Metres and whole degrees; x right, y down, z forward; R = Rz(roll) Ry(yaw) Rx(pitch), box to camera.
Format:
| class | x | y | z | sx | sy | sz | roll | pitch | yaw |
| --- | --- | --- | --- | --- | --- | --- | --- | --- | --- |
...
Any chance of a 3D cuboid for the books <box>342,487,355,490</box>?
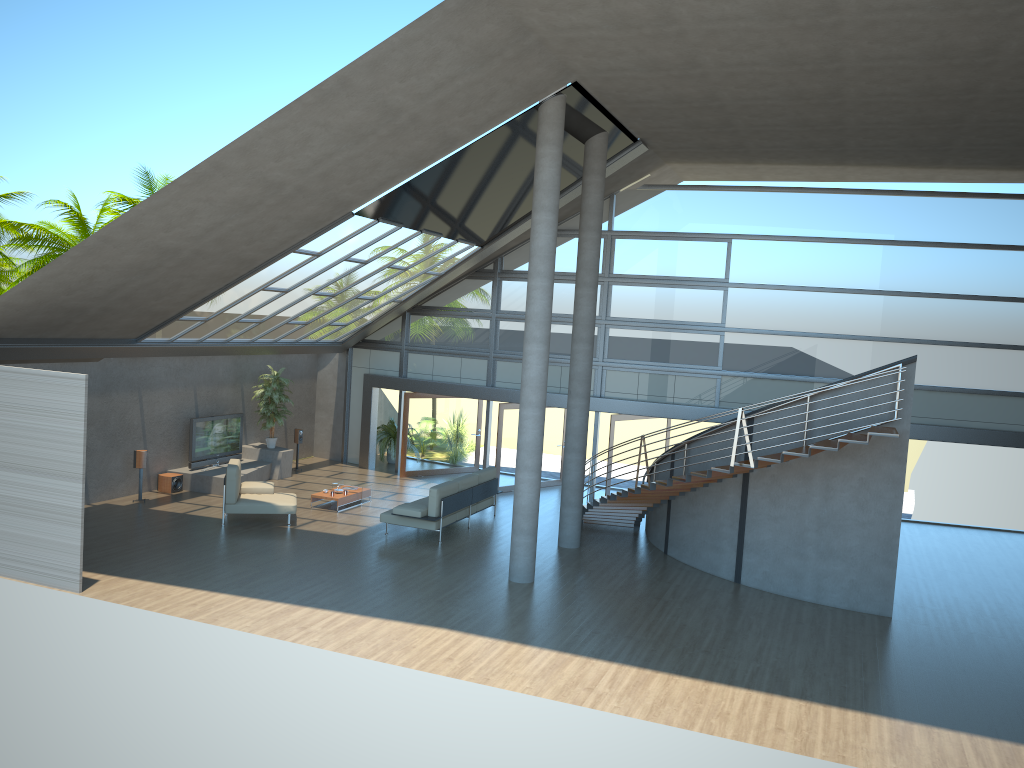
| class | x | y | z | sx | sy | sz | roll | pitch | yaw |
| --- | --- | --- | --- | --- | --- | --- | --- | --- | --- |
| books | -3.226 | 2.070 | 17.546 | 0.275 | 0.005 | 0.189 | 4 | 4 | 1 |

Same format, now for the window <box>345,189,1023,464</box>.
| class | x | y | z | sx | sy | sz | roll | pitch | yaw |
| --- | --- | --- | --- | --- | --- | --- | --- | --- | --- |
| window | 3.670 | -0.645 | 18.657 | 16.616 | 6.630 | 1.098 | 5 | 4 | 19 |

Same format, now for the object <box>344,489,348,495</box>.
| class | x | y | z | sx | sy | sz | roll | pitch | yaw |
| --- | --- | --- | --- | --- | --- | --- | --- | --- | --- |
| object | -3.170 | 2.069 | 16.937 | 0.085 | 0.101 | 0.070 | 0 | 5 | -41 |

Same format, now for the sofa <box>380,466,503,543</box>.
| class | x | y | z | sx | sy | sz | roll | pitch | yaw |
| --- | --- | --- | --- | --- | --- | --- | --- | --- | --- |
| sofa | -1.250 | 2.093 | 16.143 | 1.166 | 0.947 | 3.079 | 5 | 4 | 20 |

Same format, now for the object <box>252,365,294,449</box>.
| class | x | y | z | sx | sy | sz | roll | pitch | yaw |
| --- | --- | --- | --- | --- | --- | --- | --- | --- | --- |
| object | -5.316 | 0.500 | 19.684 | 0.932 | 1.857 | 0.895 | 2 | 4 | -21 |

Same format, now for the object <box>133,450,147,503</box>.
| class | x | y | z | sx | sy | sz | roll | pitch | yaw |
| --- | --- | --- | --- | --- | --- | --- | --- | --- | --- |
| object | -6.862 | 1.698 | 16.355 | 0.234 | 0.959 | 0.171 | 3 | 4 | -14 |

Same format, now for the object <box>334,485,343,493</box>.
| class | x | y | z | sx | sy | sz | roll | pitch | yaw |
| --- | --- | --- | --- | --- | --- | --- | --- | --- | --- |
| object | -3.334 | 2.020 | 17.067 | 0.178 | 0.161 | 0.178 | 1 | 5 | -28 |

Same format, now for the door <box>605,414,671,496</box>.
| class | x | y | z | sx | sy | sz | roll | pitch | yaw |
| --- | --- | --- | --- | --- | --- | --- | --- | --- | --- |
| door | 2.737 | 1.599 | 19.075 | 0.200 | 1.977 | 2.298 | 7 | 5 | 42 |

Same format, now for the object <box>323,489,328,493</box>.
| class | x | y | z | sx | sy | sz | roll | pitch | yaw |
| --- | --- | --- | --- | --- | --- | --- | --- | --- | --- |
| object | -3.572 | 2.046 | 17.013 | 0.102 | 0.086 | 0.100 | 5 | 4 | 25 |

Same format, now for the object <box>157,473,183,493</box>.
| class | x | y | z | sx | sy | sz | roll | pitch | yaw |
| --- | --- | --- | --- | --- | --- | --- | --- | --- | --- |
| object | -6.746 | 1.943 | 17.452 | 0.425 | 0.323 | 0.362 | 5 | 4 | 21 |

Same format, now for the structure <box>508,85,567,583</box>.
| class | x | y | z | sx | sy | sz | roll | pitch | yaw |
| --- | --- | --- | --- | --- | --- | --- | --- | --- | --- |
| structure | 0.361 | -0.687 | 12.727 | 0.381 | 7.125 | 0.382 | 5 | 4 | 21 |

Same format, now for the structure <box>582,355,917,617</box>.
| class | x | y | z | sx | sy | sz | roll | pitch | yaw |
| --- | --- | --- | --- | --- | --- | --- | --- | --- | --- |
| structure | 2.998 | 1.148 | 13.903 | 2.349 | 3.653 | 6.809 | 1 | 5 | -31 |

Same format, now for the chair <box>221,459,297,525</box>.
| class | x | y | z | sx | sy | sz | roll | pitch | yaw |
| --- | --- | --- | --- | --- | --- | --- | --- | --- | --- |
| chair | -4.418 | 1.880 | 15.621 | 1.244 | 1.023 | 1.217 | 3 | 4 | -14 |

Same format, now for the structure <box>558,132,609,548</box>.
| class | x | y | z | sx | sy | sz | roll | pitch | yaw |
| --- | --- | --- | --- | --- | --- | --- | --- | --- | --- |
| structure | 1.193 | -0.788 | 14.897 | 0.381 | 7.125 | 0.382 | 2 | 4 | -25 |

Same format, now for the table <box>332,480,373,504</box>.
| class | x | y | z | sx | sy | sz | roll | pitch | yaw |
| --- | --- | --- | --- | --- | --- | --- | --- | --- | --- |
| table | -3.169 | 2.144 | 17.607 | 0.680 | 0.342 | 0.400 | 5 | 4 | 21 |

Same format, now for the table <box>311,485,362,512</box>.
| class | x | y | z | sx | sy | sz | roll | pitch | yaw |
| --- | --- | --- | --- | --- | --- | --- | --- | --- | --- |
| table | -3.316 | 2.215 | 17.238 | 0.600 | 0.250 | 1.200 | 5 | 4 | 21 |

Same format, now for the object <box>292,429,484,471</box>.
| class | x | y | z | sx | sy | sz | roll | pitch | yaw |
| --- | --- | --- | --- | --- | --- | --- | --- | --- | --- |
| object | -7.372 | 1.499 | 18.871 | 7.863 | 0.982 | 21.345 | 5 | 4 | 24 |

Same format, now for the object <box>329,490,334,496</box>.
| class | x | y | z | sx | sy | sz | roll | pitch | yaw |
| --- | --- | --- | --- | --- | --- | --- | --- | --- | --- |
| object | -3.399 | 2.068 | 16.758 | 0.085 | 0.101 | 0.070 | 5 | 4 | 19 |

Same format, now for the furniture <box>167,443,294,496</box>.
| class | x | y | z | sx | sy | sz | roll | pitch | yaw |
| --- | --- | --- | --- | --- | --- | --- | --- | --- | --- |
| furniture | -5.645 | 1.782 | 18.832 | 1.577 | 0.610 | 2.936 | 5 | 4 | 21 |

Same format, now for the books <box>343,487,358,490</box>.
| class | x | y | z | sx | sy | sz | roll | pitch | yaw |
| --- | --- | --- | --- | --- | --- | --- | --- | --- | --- |
| books | -3.192 | 2.066 | 17.587 | 0.275 | 0.005 | 0.189 | 4 | 4 | 4 |

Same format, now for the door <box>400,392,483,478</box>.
| class | x | y | z | sx | sy | sz | roll | pitch | yaw |
| --- | --- | --- | --- | --- | --- | --- | --- | --- | --- |
| door | -1.645 | 1.177 | 21.118 | 2.298 | 1.977 | 0.200 | 0 | 5 | -40 |

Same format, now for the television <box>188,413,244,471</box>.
| class | x | y | z | sx | sy | sz | roll | pitch | yaw |
| --- | --- | --- | --- | --- | --- | --- | --- | --- | --- |
| television | -6.159 | 1.189 | 18.507 | 0.396 | 1.063 | 1.568 | 5 | 4 | 21 |

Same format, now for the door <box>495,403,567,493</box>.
| class | x | y | z | sx | sy | sz | roll | pitch | yaw |
| --- | --- | --- | --- | --- | --- | --- | --- | --- | --- |
| door | 0.470 | 1.391 | 19.994 | 0.200 | 1.977 | 2.298 | 8 | 6 | 44 |
